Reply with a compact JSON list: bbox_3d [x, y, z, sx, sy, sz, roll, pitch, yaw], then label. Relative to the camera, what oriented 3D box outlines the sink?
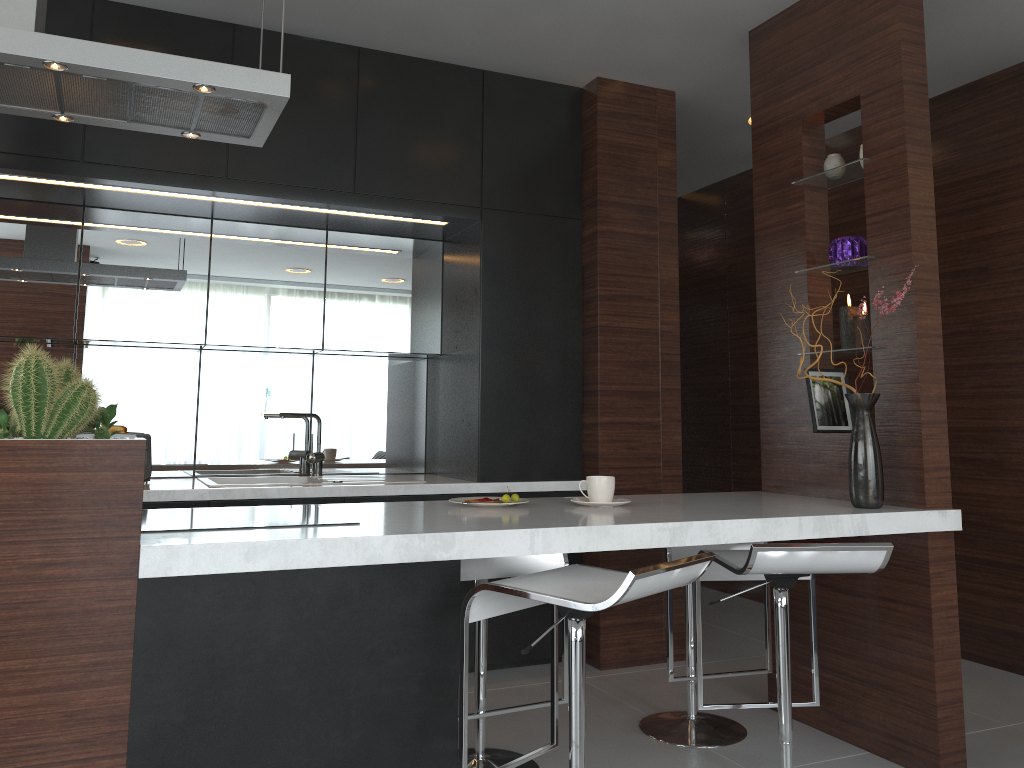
[{"bbox_3d":[-0.843,0.369,3.695,0.851,0.498,0.500,2,-5,-24],"label":"sink"}]

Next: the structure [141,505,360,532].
[{"bbox_3d":[-0.815,0.344,2.185,0.762,0.057,0.501,2,-3,-24],"label":"structure"}]

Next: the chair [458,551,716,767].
[{"bbox_3d":[0.167,0.742,1.994,0.462,0.716,0.393,-4,-8,38],"label":"chair"}]

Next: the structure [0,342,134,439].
[{"bbox_3d":[-1.232,-0.021,1.640,0.999,0.289,0.221,2,-6,-22],"label":"structure"}]

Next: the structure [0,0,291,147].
[{"bbox_3d":[-1.115,-1.094,2.233,1.042,0.768,0.443,2,-7,-24],"label":"structure"}]

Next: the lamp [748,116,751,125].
[{"bbox_3d":[0.000,-1.351,3.888,5.326,0.085,9.539,3,-3,-38],"label":"lamp"}]

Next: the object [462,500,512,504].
[{"bbox_3d":[-0.068,0.340,2.560,0.026,0.008,0.247,-2,-3,35],"label":"object"}]

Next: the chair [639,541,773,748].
[{"bbox_3d":[0.603,0.777,3.022,0.396,0.748,0.460,3,-7,-18],"label":"chair"}]

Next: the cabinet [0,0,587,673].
[{"bbox_3d":[-1.401,-0.130,3.506,3.472,2.582,0.699,2,-7,-24],"label":"cabinet"}]

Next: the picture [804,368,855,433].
[{"bbox_3d":[1.102,0.057,3.054,0.175,0.224,0.050,3,-8,-20],"label":"picture"}]

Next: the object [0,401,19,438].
[{"bbox_3d":[-1.901,0.217,3.209,0.214,0.315,0.268,5,-7,-39],"label":"object"}]

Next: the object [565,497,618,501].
[{"bbox_3d":[0.244,0.353,2.701,0.165,0.013,0.035,0,-3,1],"label":"object"}]

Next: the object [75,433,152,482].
[{"bbox_3d":[-1.561,0.289,3.446,0.260,0.197,0.174,1,-5,-4],"label":"object"}]

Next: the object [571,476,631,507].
[{"bbox_3d":[0.266,0.322,2.650,0.181,0.087,0.181,-3,-5,42],"label":"object"}]

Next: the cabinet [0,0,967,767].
[{"bbox_3d":[-0.316,-0.172,2.380,3.328,2.580,0.779,2,-7,-24],"label":"cabinet"}]

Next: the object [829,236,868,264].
[{"bbox_3d":[1.161,-0.451,3.041,0.132,0.098,0.133,-1,-5,16],"label":"object"}]

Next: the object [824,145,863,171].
[{"bbox_3d":[1.186,-0.771,3.053,0.088,0.087,0.217,5,-5,-41],"label":"object"}]

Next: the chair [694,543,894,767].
[{"bbox_3d":[0.738,0.765,2.389,0.396,0.716,0.459,1,-6,-7],"label":"chair"}]

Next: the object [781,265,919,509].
[{"bbox_3d":[1.032,0.001,2.657,0.197,0.742,0.386,7,-9,-43],"label":"object"}]

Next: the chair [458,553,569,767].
[{"bbox_3d":[-0.099,0.755,2.653,0.395,0.748,0.460,4,-7,-29],"label":"chair"}]

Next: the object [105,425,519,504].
[{"bbox_3d":[-0.796,0.259,3.030,1.874,0.224,0.139,-1,-6,30],"label":"object"}]

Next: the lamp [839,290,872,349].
[{"bbox_3d":[1.161,-0.217,2.964,0.077,0.212,0.152,2,-6,-12],"label":"lamp"}]

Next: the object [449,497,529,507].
[{"bbox_3d":[-0.068,0.352,2.609,0.238,0.019,0.237,-2,-3,38],"label":"object"}]
